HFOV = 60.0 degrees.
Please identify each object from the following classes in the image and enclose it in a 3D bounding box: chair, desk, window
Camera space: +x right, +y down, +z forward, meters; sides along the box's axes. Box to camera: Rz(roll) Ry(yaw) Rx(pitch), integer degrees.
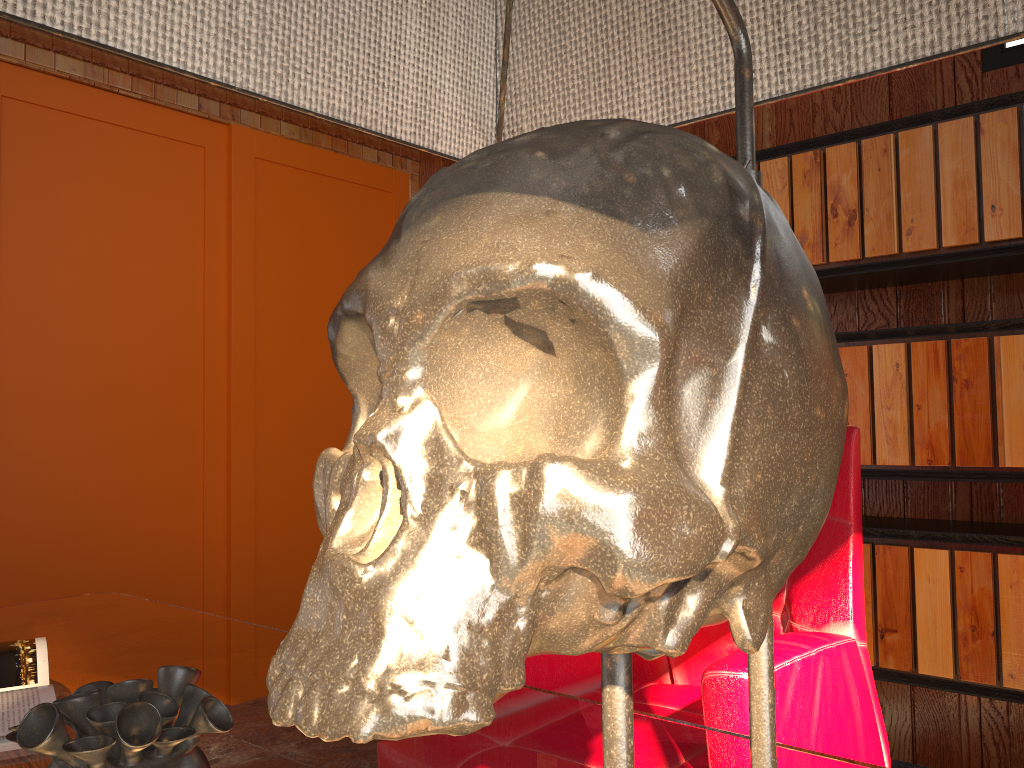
[{"bbox_3d":[0.277,0.555,1.513,0.621,0.956,0.839,-3,-4,40],"label":"chair"},{"bbox_3d":[-0.483,0.688,0.783,1.900,0.632,1.150,-3,-4,40],"label":"desk"},{"bbox_3d":[-1.006,0.082,3.156,0.070,2.164,1.837,-3,-4,41],"label":"window"}]

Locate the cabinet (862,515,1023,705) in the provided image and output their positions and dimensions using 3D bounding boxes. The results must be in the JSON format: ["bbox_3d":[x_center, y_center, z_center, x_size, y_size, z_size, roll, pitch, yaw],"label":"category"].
[{"bbox_3d":[0.783,0.586,2.609,1.653,0.390,0.321,-3,-4,40],"label":"cabinet"}]

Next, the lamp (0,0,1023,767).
[{"bbox_3d":[0.012,-0.030,0.237,0.316,0.732,0.316,-3,-4,40],"label":"lamp"}]

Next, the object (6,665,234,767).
[{"bbox_3d":[-0.232,0.229,0.515,0.121,0.114,0.118,-3,-3,34],"label":"object"}]

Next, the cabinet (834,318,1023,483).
[{"bbox_3d":[0.927,0.063,2.506,1.653,0.390,0.321,-3,-4,40],"label":"cabinet"}]

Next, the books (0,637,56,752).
[{"bbox_3d":[-0.714,0.364,1.047,0.300,0.049,0.422,1,-3,-31],"label":"books"}]

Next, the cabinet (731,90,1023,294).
[{"bbox_3d":[0.767,-0.468,2.662,1.653,0.390,0.321,-3,-4,40],"label":"cabinet"}]
